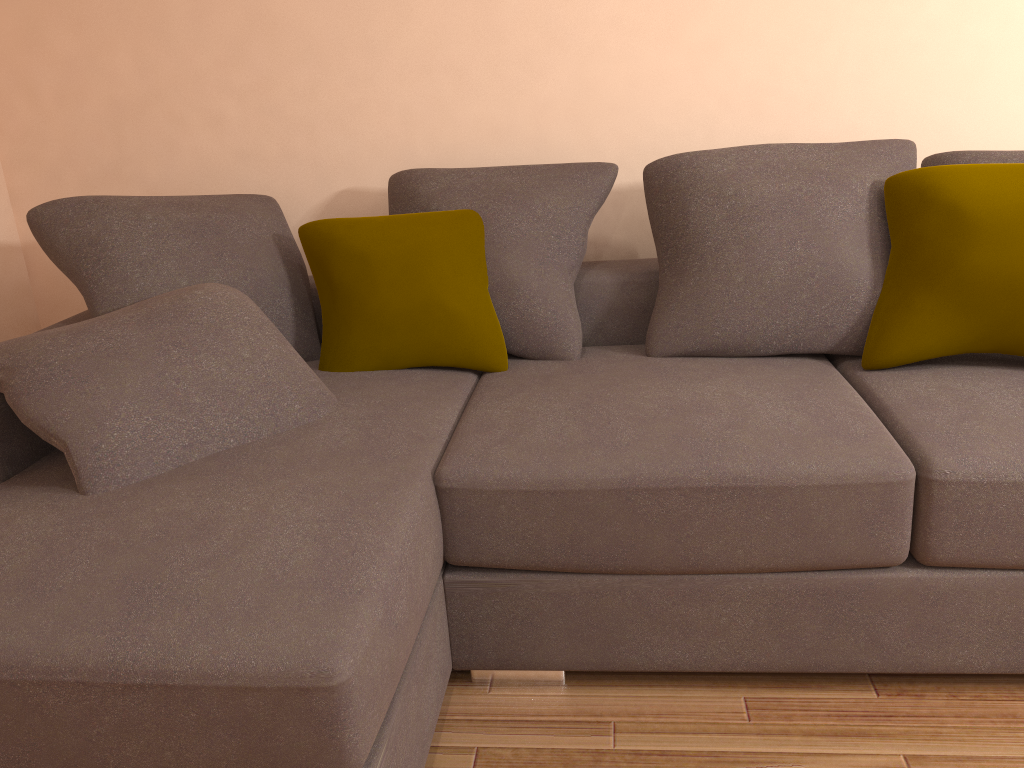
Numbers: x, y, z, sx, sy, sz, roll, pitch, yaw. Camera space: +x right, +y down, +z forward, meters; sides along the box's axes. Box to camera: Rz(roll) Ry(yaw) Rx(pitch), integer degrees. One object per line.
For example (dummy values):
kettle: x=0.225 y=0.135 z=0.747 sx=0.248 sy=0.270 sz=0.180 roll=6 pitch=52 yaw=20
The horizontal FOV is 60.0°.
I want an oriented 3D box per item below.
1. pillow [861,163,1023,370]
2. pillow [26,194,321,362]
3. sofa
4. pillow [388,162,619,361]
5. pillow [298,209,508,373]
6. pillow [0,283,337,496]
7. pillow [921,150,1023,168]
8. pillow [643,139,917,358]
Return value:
pillow: x=1.258 y=-0.293 z=2.232 sx=0.658 sy=0.492 sz=0.382 roll=7 pitch=21 yaw=30
pillow: x=-0.933 y=-0.302 z=2.679 sx=0.806 sy=0.578 sz=0.483 roll=-20 pitch=24 yaw=-40
sofa: x=0.381 y=0.246 z=2.164 sx=3.565 sy=0.776 sz=1.906 roll=-2 pitch=18 yaw=7
pillow: x=-0.083 y=-0.390 z=2.813 sx=0.787 sy=0.576 sz=0.431 roll=3 pitch=20 yaw=22
pillow: x=-0.318 y=-0.254 z=2.645 sx=0.631 sy=0.486 sz=0.335 roll=-4 pitch=18 yaw=0
pillow: x=-0.832 y=0.012 z=2.154 sx=0.792 sy=0.415 sz=0.645 roll=-21 pitch=24 yaw=-40
pillow: x=1.478 y=-0.321 z=2.470 sx=0.399 sy=0.635 sz=0.811 roll=-19 pitch=23 yaw=-38
pillow: x=0.774 y=-0.385 z=2.567 sx=0.783 sy=0.590 sz=0.459 roll=0 pitch=19 yaw=12
